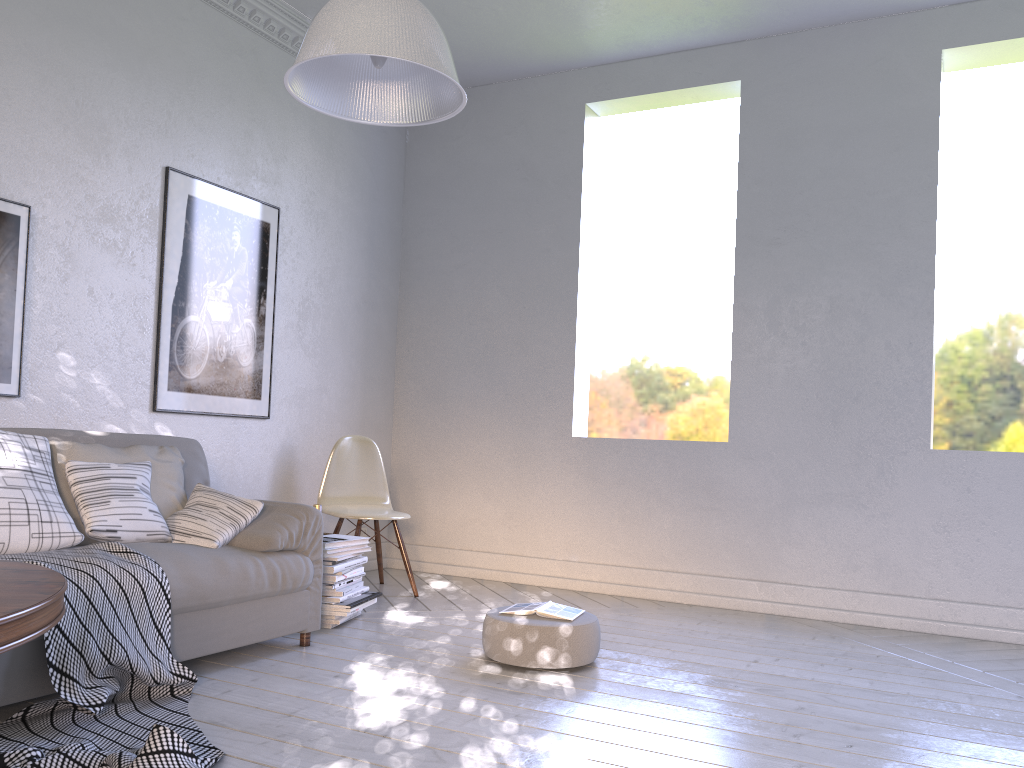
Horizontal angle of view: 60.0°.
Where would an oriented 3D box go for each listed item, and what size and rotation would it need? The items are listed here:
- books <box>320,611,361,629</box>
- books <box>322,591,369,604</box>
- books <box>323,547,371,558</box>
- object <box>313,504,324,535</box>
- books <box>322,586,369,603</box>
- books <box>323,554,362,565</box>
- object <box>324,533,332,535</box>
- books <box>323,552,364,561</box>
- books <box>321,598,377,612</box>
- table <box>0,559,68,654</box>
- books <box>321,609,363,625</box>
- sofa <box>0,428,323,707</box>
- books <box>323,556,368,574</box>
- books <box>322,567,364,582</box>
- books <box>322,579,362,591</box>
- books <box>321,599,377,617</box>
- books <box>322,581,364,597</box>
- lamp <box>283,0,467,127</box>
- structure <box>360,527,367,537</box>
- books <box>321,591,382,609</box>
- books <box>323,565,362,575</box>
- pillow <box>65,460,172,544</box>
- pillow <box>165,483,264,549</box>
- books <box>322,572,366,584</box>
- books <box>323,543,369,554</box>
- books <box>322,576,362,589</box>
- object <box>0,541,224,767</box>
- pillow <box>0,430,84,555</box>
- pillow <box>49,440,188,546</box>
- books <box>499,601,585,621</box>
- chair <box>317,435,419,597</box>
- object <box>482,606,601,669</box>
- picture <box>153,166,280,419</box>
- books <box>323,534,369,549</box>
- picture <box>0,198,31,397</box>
[{"bbox_3d":[-0.706,0.877,3.329,0.182,0.016,0.289,2,-4,12],"label":"books"},{"bbox_3d":[-0.681,0.797,3.314,0.182,0.016,0.289,1,-4,17],"label":"books"},{"bbox_3d":[-0.690,0.630,3.363,0.182,0.016,0.290,0,-4,27],"label":"books"},{"bbox_3d":[-0.847,0.709,3.819,0.095,0.377,0.095,3,-2,-27],"label":"object"},{"bbox_3d":[-0.673,0.782,3.323,0.182,0.016,0.289,2,-4,12],"label":"books"},{"bbox_3d":[-0.694,0.654,3.334,0.159,0.012,0.286,2,-4,12],"label":"books"},{"bbox_3d":[-0.937,0.775,3.789,0.275,0.270,0.277,1,-3,27],"label":"object"},{"bbox_3d":[-0.680,0.643,3.345,0.160,0.012,0.255,2,-4,12],"label":"books"},{"bbox_3d":[-0.664,0.813,3.319,0.232,0.014,0.309,2,-4,9],"label":"books"},{"bbox_3d":[-1.034,0.503,1.172,0.736,0.431,0.954,3,-4,-3],"label":"table"},{"bbox_3d":[-0.689,0.862,3.324,0.182,0.016,0.289,2,-4,7],"label":"books"},{"bbox_3d":[-1.349,0.449,2.260,0.763,0.681,1.873,1,-4,27],"label":"sofa"},{"bbox_3d":[-0.685,0.674,3.330,0.175,0.025,0.332,2,-4,12],"label":"books"},{"bbox_3d":[-0.689,0.710,3.335,0.174,0.021,0.274,2,-4,12],"label":"books"},{"bbox_3d":[-0.688,0.751,3.339,0.160,0.012,0.255,2,-4,12],"label":"books"},{"bbox_3d":[-0.669,0.827,3.315,0.232,0.014,0.315,2,-4,11],"label":"books"},{"bbox_3d":[-0.678,0.766,3.339,0.167,0.017,0.264,2,-4,7],"label":"books"},{"bbox_3d":[-0.254,-0.861,1.749,0.357,0.582,0.354,4,-3,-35],"label":"lamp"},{"bbox_3d":[-0.776,0.791,4.623,0.019,0.083,0.050,2,-2,27],"label":"structure"},{"bbox_3d":[-0.658,0.799,3.312,0.250,0.012,0.313,1,-4,12],"label":"books"},{"bbox_3d":[-0.678,0.693,3.340,0.160,0.013,0.255,2,-4,7],"label":"books"},{"bbox_3d":[-1.152,0.355,2.603,0.153,0.256,0.314,1,-3,27],"label":"pillow"},{"bbox_3d":[-0.978,0.431,2.802,0.312,0.220,0.214,1,-3,26],"label":"pillow"},{"bbox_3d":[-0.683,0.727,3.349,0.160,0.013,0.257,1,-4,17],"label":"books"},{"bbox_3d":[-0.691,0.613,3.346,0.182,0.016,0.289,1,-4,22],"label":"books"},{"bbox_3d":[-0.690,0.738,3.327,0.159,0.012,0.286,2,-4,12],"label":"books"},{"bbox_3d":[-0.906,0.605,1.988,0.497,0.394,1.497,4,-4,-32],"label":"object"},{"bbox_3d":[-1.350,0.260,2.270,0.219,0.385,0.456,1,-3,29],"label":"pillow"},{"bbox_3d":[-1.190,0.337,2.730,0.150,0.313,0.492,1,-3,27],"label":"pillow"},{"bbox_3d":[0.100,0.720,2.843,0.238,0.024,0.175,1,-4,18],"label":"books"},{"bbox_3d":[-0.641,0.584,3.980,0.368,0.704,0.415,4,-3,-34],"label":"chair"},{"bbox_3d":[0.094,0.800,2.835,0.376,0.135,0.378,1,-4,15],"label":"object"},{"bbox_3d":[-1.218,-0.344,3.712,0.019,0.955,0.631,2,-2,28],"label":"picture"},{"bbox_3d":[-0.687,0.594,3.350,0.173,0.021,0.274,0,-4,27],"label":"books"},{"bbox_3d":[-1.732,-0.294,2.727,0.019,0.638,0.490,2,-3,28],"label":"picture"}]
